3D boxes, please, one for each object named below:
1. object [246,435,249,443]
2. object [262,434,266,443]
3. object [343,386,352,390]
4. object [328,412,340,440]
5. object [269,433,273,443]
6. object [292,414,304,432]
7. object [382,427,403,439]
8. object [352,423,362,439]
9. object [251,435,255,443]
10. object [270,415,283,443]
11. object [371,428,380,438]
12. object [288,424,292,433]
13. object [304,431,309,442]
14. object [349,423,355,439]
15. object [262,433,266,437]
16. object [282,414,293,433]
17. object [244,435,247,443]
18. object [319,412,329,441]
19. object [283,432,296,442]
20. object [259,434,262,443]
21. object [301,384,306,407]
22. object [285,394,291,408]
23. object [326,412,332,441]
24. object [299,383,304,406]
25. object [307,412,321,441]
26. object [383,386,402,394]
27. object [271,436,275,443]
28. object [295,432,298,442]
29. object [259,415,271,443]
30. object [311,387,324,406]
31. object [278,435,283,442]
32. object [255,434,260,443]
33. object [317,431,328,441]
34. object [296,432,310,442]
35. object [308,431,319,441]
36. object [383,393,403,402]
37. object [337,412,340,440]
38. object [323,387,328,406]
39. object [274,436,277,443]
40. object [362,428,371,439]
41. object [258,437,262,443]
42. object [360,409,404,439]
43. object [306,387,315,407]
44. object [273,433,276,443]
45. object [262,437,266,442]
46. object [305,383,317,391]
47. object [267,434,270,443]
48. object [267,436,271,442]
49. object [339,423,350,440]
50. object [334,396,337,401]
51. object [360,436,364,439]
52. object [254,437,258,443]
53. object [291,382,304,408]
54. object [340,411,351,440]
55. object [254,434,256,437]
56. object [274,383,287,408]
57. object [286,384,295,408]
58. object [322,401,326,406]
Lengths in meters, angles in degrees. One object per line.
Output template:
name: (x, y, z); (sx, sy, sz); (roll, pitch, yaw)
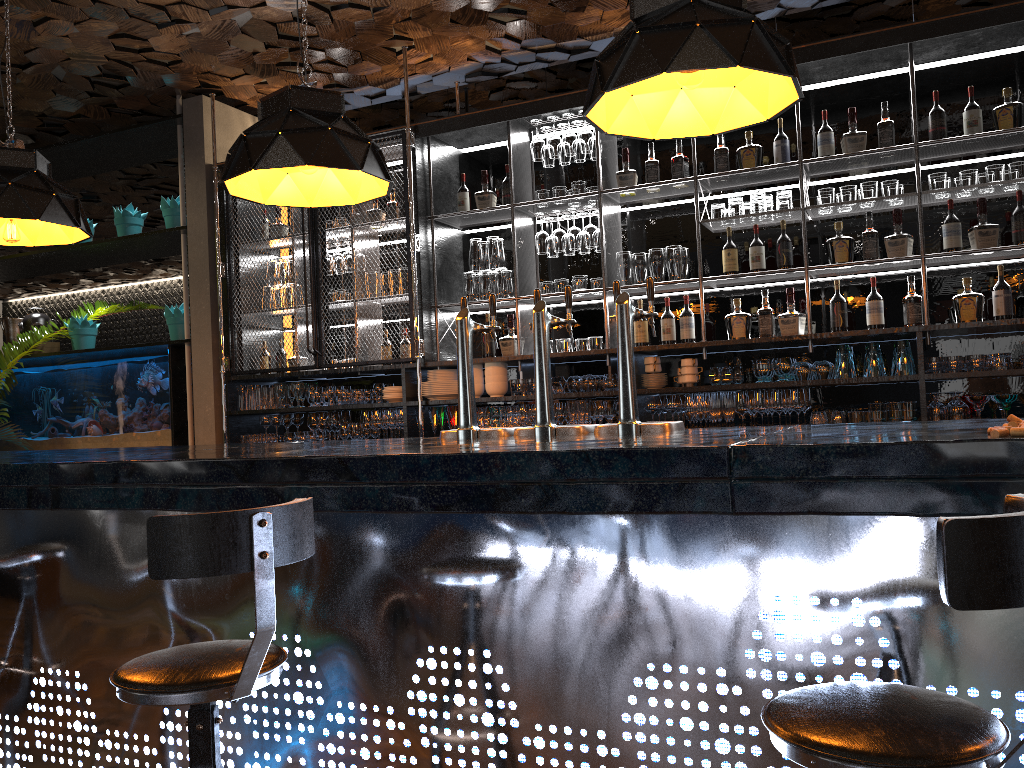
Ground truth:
object: (-1.859, 0.407, 6.247); (0.033, 0.101, 0.033); (-3, -2, 5)
object: (-1.769, 0.406, 6.345); (0.031, 0.098, 0.031); (-1, -2, -44)
object: (-1.130, 0.081, 6.056); (0.074, 0.131, 0.074); (-4, -2, 37)
object: (-1.197, 0.302, 5.980); (0.088, 0.229, 0.077); (-3, -2, 24)
object: (-1.741, 0.406, 6.412); (0.031, 0.098, 0.031); (-2, -2, -19)
object: (-1.518, 0.326, 6.290); (0.091, 0.227, 0.091); (-2, -2, -13)
object: (-0.722, 0.282, 5.994); (0.376, 0.227, 0.186); (-3, -2, 23)
object: (-1.026, 0.332, 5.870); (0.074, 0.146, 0.065); (-3, -2, 19)
object: (-1.820, 0.405, 6.241); (0.031, 0.098, 0.031); (-3, -2, -2)
object: (-1.615, 0.325, 6.092); (0.091, 0.227, 0.091); (-1, -2, -43)
object: (-0.936, 0.333, 6.060); (0.065, 0.146, 0.074); (-1, -2, -43)
object: (-1.604, 0.332, 6.355); (0.091, 0.227, 0.091); (-4, -2, 28)
object: (-1.423, 0.383, 6.233); (0.093, 0.101, 0.093); (-3, -2, 11)
object: (-1.073, 0.338, 6.001); (0.065, 0.146, 0.074); (-4, -2, 37)
object: (-1.792, 0.408, 6.399); (0.033, 0.101, 0.033); (-3, -2, 8)
object: (-1.570, 0.326, 6.185); (0.091, 0.227, 0.091); (-2, -2, -13)
object: (-1.888, 0.410, 6.279); (0.028, 0.097, 0.028); (-2, -2, -16)
object: (-1.287, 0.307, 6.026); (0.088, 0.229, 0.077); (-2, -2, -16)
object: (-1.512, 0.382, 6.042); (0.093, 0.101, 0.093); (-2, -2, -8)
object: (-1.788, 0.406, 6.308); (0.031, 0.098, 0.031); (-2, -2, -21)
object: (-1.484, 0.084, 6.280); (0.087, 0.170, 0.087); (-2, -2, -15)
object: (-1.632, 0.102, 6.426); (0.051, 0.152, 0.058); (-2, -2, -15)
object: (-1.256, 0.308, 6.102); (0.077, 0.229, 0.088); (-4, -2, 40)
object: (-1.468, 0.078, 6.100); (0.087, 0.170, 0.087); (-2, -2, -15)
object: (-1.325, 0.307, 5.943); (0.088, 0.229, 0.077); (-4, -2, 38)
object: (-0.735, 0.047, 5.759); (0.209, 0.060, 0.211); (-2, -2, -21)
object: (-1.715, 0.413, 6.351); (0.034, 0.080, 0.034); (-3, -2, 23)
object: (-1.468, 0.382, 6.138); (0.093, 0.101, 0.093); (-2, -2, -15)
object: (-1.699, 0.330, 6.132); (0.091, 0.227, 0.091); (-2, -2, -13)
object: (-1.305, 0.085, 5.957); (0.081, 0.132, 0.081); (-3, -2, -4)
object: (-1.677, 0.413, 6.434); (0.034, 0.080, 0.034); (-4, -2, 34)
object: (-1.800, 0.405, 6.276); (0.031, 0.098, 0.031); (-2, -2, -15)
object: (-1.328, 0.377, 6.187); (0.093, 0.101, 0.093); (-4, -2, 39)
object: (-1.412, 0.376, 5.997); (0.093, 0.101, 0.093); (-2, -2, -13)
object: (-1.374, 0.377, 6.097); (0.093, 0.101, 0.093); (-1, -2, -45)
object: (-0.734, 0.088, 5.758); (0.211, 0.060, 0.209); (-2, -2, -16)
object: (-1.217, 0.308, 6.186); (0.077, 0.229, 0.088); (-3, -2, -1)
object: (-1.259, 0.086, 6.068); (0.081, 0.132, 0.081); (-3, -2, -4)
object: (-1.698, 0.413, 6.392); (0.034, 0.080, 0.034); (-4, -2, 34)
object: (-0.982, 0.333, 5.968); (0.074, 0.146, 0.065); (-1, -2, -43)
object: (-1.770, 0.412, 6.234); (0.034, 0.080, 0.034); (-2, -2, -9)
object: (-0.803, 0.281, 5.816); (0.376, 0.227, 0.186); (-3, -2, 23)
object: (-1.359, 0.090, 6.039); (0.081, 0.132, 0.081); (-3, -2, -4)
object: (-1.728, 0.407, 6.445); (0.031, 0.098, 0.031); (-4, -2, 29)
object: (-1.754, 0.413, 6.271); (0.034, 0.080, 0.034); (-4, -2, 33)
object: (-1.408, 0.079, 6.232); (0.087, 0.170, 0.087); (-2, -2, -15)
object: (-1.754, 0.406, 6.376); (0.031, 0.098, 0.031); (-2, -2, -34)
object: (-1.730, 0.413, 6.314); (0.034, 0.080, 0.034); (-3, -2, 7)
object: (-1.115, 0.337, 5.905); (0.074, 0.146, 0.065); (-3, -2, 1)
object: (-1.202, 0.087, 6.184); (0.081, 0.132, 0.081); (-3, -2, -4)
object: (-1.033, 0.339, 6.089); (0.074, 0.146, 0.065); (-2, -2, -36)
object: (-1.789, 0.412, 6.189); (0.034, 0.080, 0.034); (-2, -2, -11)
object: (-1.449, 0.074, 5.992); (0.087, 0.170, 0.087); (-2, -2, -15)
object: (-1.143, 0.302, 6.091); (0.088, 0.229, 0.077); (-3, -2, 26)
object: (-1.825, 0.408, 6.321); (0.033, 0.101, 0.033); (-3, -2, 6)
object: (-1.582, 0.082, 6.064); (0.087, 0.170, 0.087); (-2, -2, -15)
object: (-1.533, 0.083, 6.172); (0.087, 0.170, 0.087); (-2, -2, -15)
object: (-1.299, 0.091, 6.172); (0.081, 0.132, 0.081); (-3, -2, -4)
